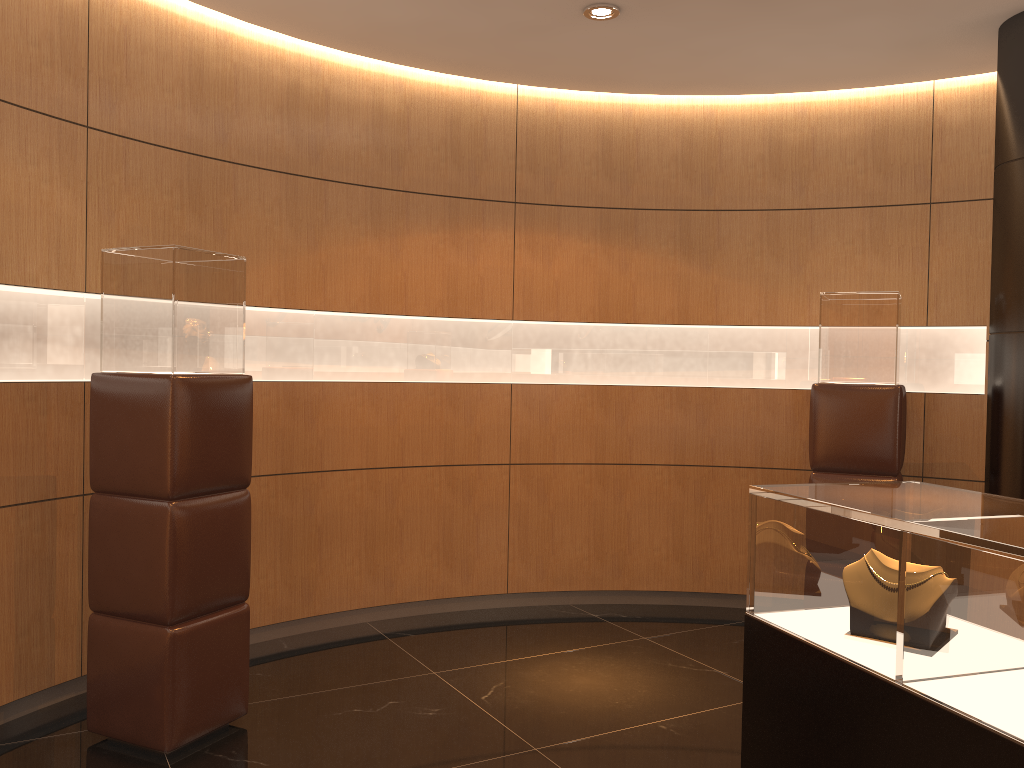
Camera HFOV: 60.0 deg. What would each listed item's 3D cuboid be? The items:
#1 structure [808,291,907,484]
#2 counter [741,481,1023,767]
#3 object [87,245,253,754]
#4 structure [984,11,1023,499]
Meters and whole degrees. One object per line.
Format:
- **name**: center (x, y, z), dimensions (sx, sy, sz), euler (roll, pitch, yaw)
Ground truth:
- **structure**: center (1.946, 0.498, 5.005), dimensions (0.498, 2.000, 0.484), euler (2, 1, 26)
- **counter**: center (1.364, 0.916, 1.510), dimensions (0.615, 1.173, 2.514), euler (1, 1, -19)
- **object**: center (-1.419, 0.455, 3.703), dimensions (0.498, 2.000, 0.484), euler (2, 1, 25)
- **structure**: center (2.708, -0.190, 4.389), dimensions (0.613, 3.430, 0.613), euler (1, 1, -14)
